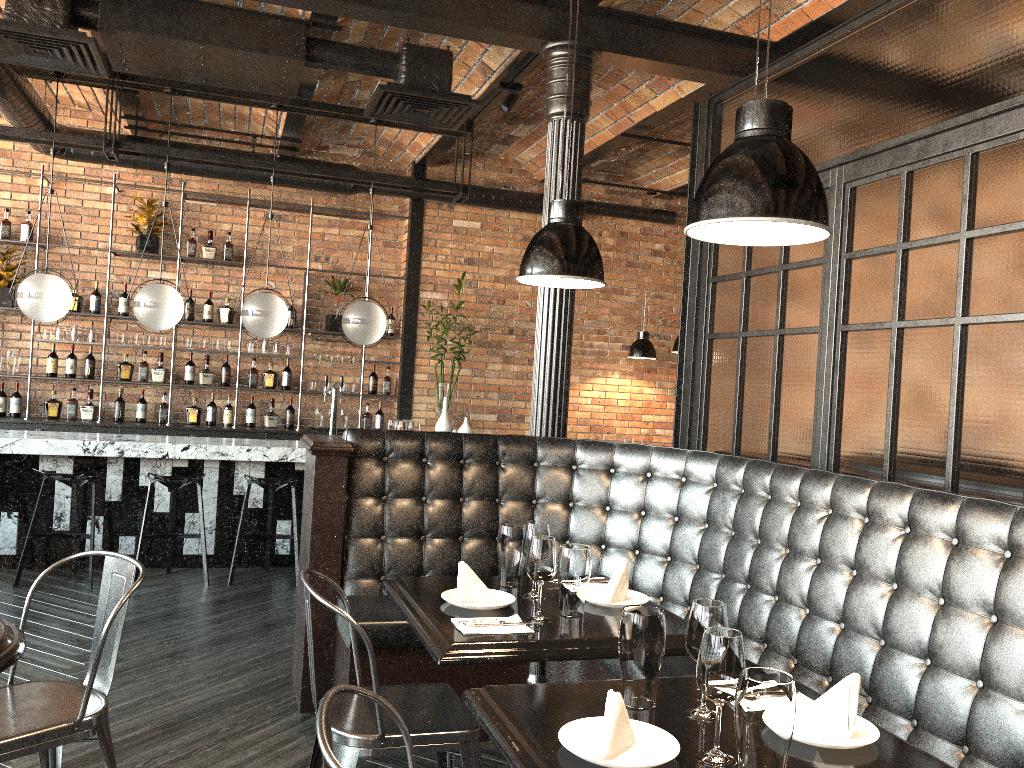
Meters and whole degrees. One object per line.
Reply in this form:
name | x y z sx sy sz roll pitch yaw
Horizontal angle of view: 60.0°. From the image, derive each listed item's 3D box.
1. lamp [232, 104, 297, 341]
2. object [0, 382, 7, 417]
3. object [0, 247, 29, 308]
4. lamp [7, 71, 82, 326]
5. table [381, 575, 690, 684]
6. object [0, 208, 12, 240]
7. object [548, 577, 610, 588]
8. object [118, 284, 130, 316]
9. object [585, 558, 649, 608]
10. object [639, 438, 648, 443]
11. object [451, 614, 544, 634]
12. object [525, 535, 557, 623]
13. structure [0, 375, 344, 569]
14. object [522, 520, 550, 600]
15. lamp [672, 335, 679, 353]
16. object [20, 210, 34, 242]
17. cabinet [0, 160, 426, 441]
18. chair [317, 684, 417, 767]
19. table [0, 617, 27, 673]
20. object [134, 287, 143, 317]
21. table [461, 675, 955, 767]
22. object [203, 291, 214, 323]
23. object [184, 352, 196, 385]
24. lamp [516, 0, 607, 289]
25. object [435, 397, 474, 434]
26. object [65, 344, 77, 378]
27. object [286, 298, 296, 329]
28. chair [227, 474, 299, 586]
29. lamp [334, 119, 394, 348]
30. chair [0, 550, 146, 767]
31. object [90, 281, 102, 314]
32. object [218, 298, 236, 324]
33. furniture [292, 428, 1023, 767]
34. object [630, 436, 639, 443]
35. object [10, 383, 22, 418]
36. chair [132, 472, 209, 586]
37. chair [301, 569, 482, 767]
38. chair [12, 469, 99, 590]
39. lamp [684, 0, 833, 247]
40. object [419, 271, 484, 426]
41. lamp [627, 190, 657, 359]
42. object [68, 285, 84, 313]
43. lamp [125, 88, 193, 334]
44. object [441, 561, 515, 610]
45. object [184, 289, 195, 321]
lamp | -1.786 -1.192 6.560 0.340 1.754 0.340 3 0 28
object | -4.407 0.132 7.656 0.086 0.298 0.086 3 0 31
object | -4.344 -0.912 7.594 0.430 0.526 0.425 3 0 -6
lamp | -3.177 -1.277 6.108 0.340 1.754 0.340 3 0 28
table | 0.070 1.075 2.823 0.872 0.758 0.872 3 0 -18
object | -4.346 -1.366 7.613 0.083 0.282 0.083 3 0 -33
object | 0.250 0.697 3.112 0.255 0.019 0.157 3 0 -22
object | -3.460 -0.746 7.920 0.086 0.298 0.086 3 0 31
object | 0.334 0.648 2.898 0.232 0.139 0.232 3 0 30
object | 1.271 0.646 8.598 0.092 0.244 0.092 3 0 -12
object | -0.037 0.680 2.523 0.255 0.019 0.157 3 0 -17
object | 0.084 0.574 2.614 0.092 0.244 0.092 3 0 -35
structure | -2.680 0.572 6.951 5.346 1.430 1.930 3 0 -18
object | 0.078 0.573 2.895 0.092 0.244 0.092 3 0 -1
lamp | 1.479 -1.070 7.128 0.291 1.653 0.291 3 0 27
object | -4.188 -1.357 7.665 0.083 0.282 0.083 3 0 -3
cabinet | -4.259 -0.638 7.614 7.075 3.779 0.564 3 0 -18
chair | -0.092 1.015 1.601 0.558 0.857 0.504 3 0 -8
table | -1.627 0.972 2.030 0.866 0.758 0.866 3 0 36
object | -3.320 -0.727 7.943 0.123 0.279 0.123 3 0 -29
table | 0.410 1.095 1.773 0.872 0.758 0.872 3 0 -18
object | -2.790 -0.706 8.162 0.086 0.298 0.086 3 0 31
object | -2.938 -0.143 8.100 0.086 0.298 0.086 3 0 31
lamp | 0.208 -1.148 2.849 0.291 1.653 0.291 3 0 27
object | -0.522 0.321 7.918 0.316 0.397 0.319 3 0 31
object | -3.882 -0.200 7.819 0.086 0.298 0.086 3 0 31
object | -2.078 -0.662 8.364 0.086 0.297 0.086 3 0 31
chair | -1.677 0.979 6.119 0.475 0.737 0.414 3 0 -13
lamp | -1.090 -1.150 6.786 0.340 1.754 0.340 3 0 28
chair | -1.378 0.937 2.493 0.504 0.857 0.558 3 0 37
object | -3.685 -0.759 7.853 0.086 0.298 0.086 3 0 31
object | -2.631 -0.670 8.181 0.151 0.248 0.094 3 0 11
furniture | 0.747 0.889 1.891 1.979 1.212 5.451 3 0 -18
object | 1.222 0.643 8.857 0.092 0.244 0.092 3 0 -12
object | -4.287 0.139 7.670 0.086 0.298 0.086 3 0 31
chair | -2.265 0.943 5.928 0.475 0.737 0.414 3 0 -23
chair | -0.368 0.998 2.647 0.558 0.857 0.504 3 0 -18
chair | -2.873 0.906 5.730 0.475 0.737 0.414 3 0 -8
lamp | 0.547 -1.127 1.800 0.291 1.653 0.291 3 0 27
object | -0.581 -0.262 8.271 0.584 1.546 0.673 3 0 21
lamp | 1.333 -1.079 8.760 0.291 1.653 0.291 3 0 -43
object | -3.845 -0.743 7.787 0.151 0.248 0.094 3 0 -14
lamp | -2.482 -1.235 6.334 0.340 1.754 0.340 3 0 28
object | -0.103 0.621 2.771 0.232 0.139 0.232 3 0 30
object | -2.938 -0.715 8.085 0.086 0.299 0.086 3 0 31
